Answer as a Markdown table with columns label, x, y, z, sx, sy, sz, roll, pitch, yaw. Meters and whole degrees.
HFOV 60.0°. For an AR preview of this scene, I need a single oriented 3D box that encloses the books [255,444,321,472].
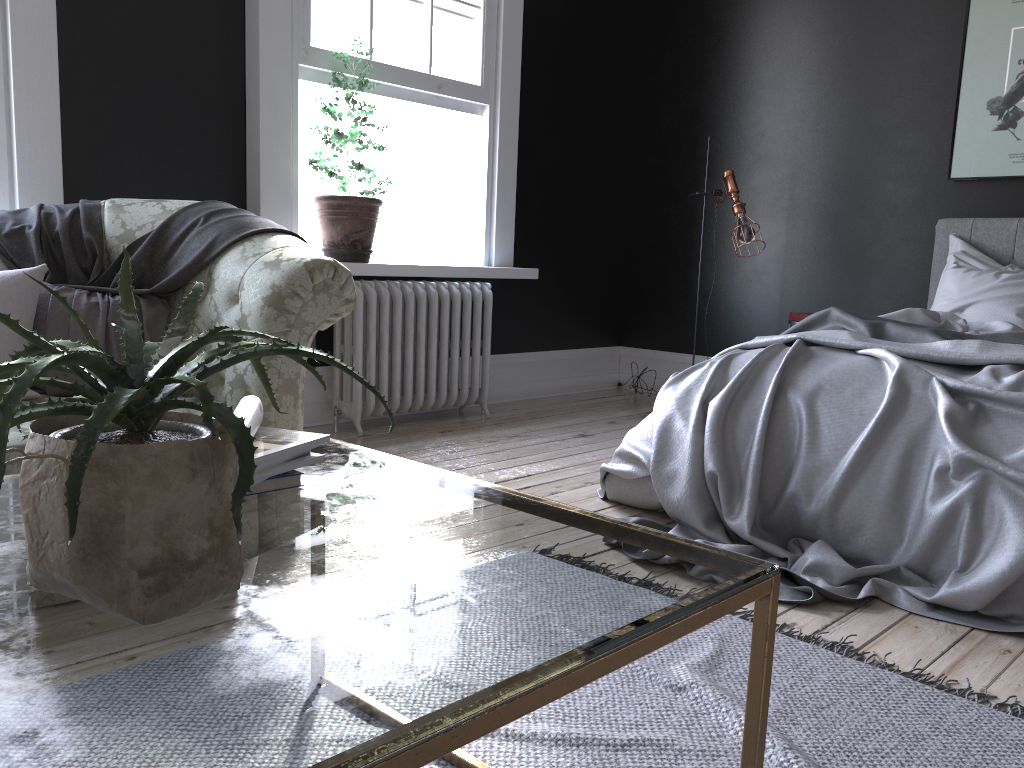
| label | x | y | z | sx | sy | sz | roll | pitch | yaw |
| --- | --- | --- | --- | --- | --- | --- | --- | --- | --- |
| books | -0.497 | 0.112 | 1.433 | 0.252 | 0.011 | 0.317 | 4 | 8 | 15 |

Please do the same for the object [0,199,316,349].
| label | x | y | z | sx | sy | sz | roll | pitch | yaw |
| --- | --- | --- | --- | --- | --- | --- | --- | --- | --- |
| object | -1.425 | -0.407 | 3.337 | 1.367 | 0.587 | 0.515 | 3 | 9 | 3 |

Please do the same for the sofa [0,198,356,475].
| label | x | y | z | sx | sy | sz | roll | pitch | yaw |
| --- | --- | --- | --- | --- | --- | --- | --- | --- | --- |
| sofa | -2.028 | -0.041 | 2.623 | 1.603 | 1.164 | 2.810 | 10 | 11 | 44 |

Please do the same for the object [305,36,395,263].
| label | x | y | z | sx | sy | sz | roll | pitch | yaw |
| --- | --- | --- | --- | --- | --- | --- | --- | --- | --- |
| object | -0.856 | -1.216 | 4.685 | 0.474 | 1.137 | 0.504 | 1 | 9 | -6 |

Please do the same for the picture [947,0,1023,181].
| label | x | y | z | sx | sy | sz | roll | pitch | yaw |
| --- | --- | --- | --- | --- | --- | --- | --- | --- | --- |
| picture | 2.843 | -1.671 | 4.817 | 0.790 | 1.082 | 0.014 | 10 | 12 | 43 |

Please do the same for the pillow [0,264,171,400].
| label | x | y | z | sx | sy | sz | roll | pitch | yaw |
| --- | --- | --- | --- | --- | --- | --- | --- | --- | --- |
| pillow | -1.631 | -0.181 | 2.945 | 0.963 | 0.463 | 0.404 | -4 | 11 | -38 |

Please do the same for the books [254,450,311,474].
| label | x | y | z | sx | sy | sz | roll | pitch | yaw |
| --- | --- | --- | --- | --- | --- | --- | --- | --- | --- |
| books | -0.514 | 0.123 | 1.426 | 0.252 | 0.011 | 0.317 | 4 | 8 | 15 |

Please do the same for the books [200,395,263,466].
| label | x | y | z | sx | sy | sz | roll | pitch | yaw |
| --- | --- | --- | --- | --- | --- | --- | --- | --- | --- |
| books | -0.538 | 0.095 | 1.371 | 0.273 | 0.109 | 0.321 | 1 | 8 | -11 |

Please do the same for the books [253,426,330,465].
| label | x | y | z | sx | sy | sz | roll | pitch | yaw |
| --- | --- | --- | --- | --- | --- | --- | --- | --- | --- |
| books | -0.489 | 0.101 | 1.436 | 0.252 | 0.011 | 0.317 | 5 | 8 | 20 |

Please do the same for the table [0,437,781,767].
| label | x | y | z | sx | sy | sz | roll | pitch | yaw |
| --- | --- | --- | --- | --- | --- | --- | --- | --- | --- |
| table | -0.541 | 0.504 | 1.092 | 1.090 | 0.560 | 1.447 | 10 | 11 | 43 |

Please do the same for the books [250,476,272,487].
| label | x | y | z | sx | sy | sz | roll | pitch | yaw |
| --- | --- | --- | --- | --- | --- | --- | --- | --- | --- |
| books | -0.529 | 0.147 | 1.405 | 0.252 | 0.011 | 0.317 | 4 | 8 | 10 |

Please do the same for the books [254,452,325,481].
| label | x | y | z | sx | sy | sz | roll | pitch | yaw |
| --- | --- | --- | --- | --- | --- | --- | --- | --- | --- |
| books | -0.505 | 0.132 | 1.440 | 0.252 | 0.011 | 0.318 | 6 | 9 | 25 |

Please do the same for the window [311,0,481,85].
| label | x | y | z | sx | sy | sz | roll | pitch | yaw |
| --- | --- | --- | --- | --- | --- | --- | --- | --- | --- |
| window | -0.629 | -2.197 | 4.946 | 0.056 | 1.020 | 1.261 | 11 | 12 | 43 |

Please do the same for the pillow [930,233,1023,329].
| label | x | y | z | sx | sy | sz | roll | pitch | yaw |
| --- | --- | --- | --- | --- | --- | --- | --- | --- | --- |
| pillow | 2.819 | -0.375 | 4.378 | 1.827 | 0.762 | 0.679 | 10 | 11 | 43 |

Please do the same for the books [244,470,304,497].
| label | x | y | z | sx | sy | sz | roll | pitch | yaw |
| --- | --- | --- | --- | --- | --- | --- | --- | --- | --- |
| books | -0.487 | 0.158 | 1.459 | 0.162 | 0.023 | 0.231 | 10 | 11 | 44 |

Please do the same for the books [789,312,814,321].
| label | x | y | z | sx | sy | sz | roll | pitch | yaw |
| --- | --- | --- | --- | --- | --- | --- | --- | --- | --- |
| books | 1.847 | -0.384 | 5.207 | 0.275 | 0.045 | 0.345 | 0 | 8 | -17 |

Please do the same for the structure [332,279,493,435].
| label | x | y | z | sx | sy | sz | roll | pitch | yaw |
| --- | --- | --- | --- | --- | --- | --- | --- | --- | --- |
| structure | -0.550 | -0.172 | 5.123 | 0.275 | 0.851 | 1.140 | 11 | 12 | 43 |

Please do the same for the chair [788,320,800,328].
| label | x | y | z | sx | sy | sz | roll | pitch | yaw |
| --- | --- | --- | --- | --- | --- | --- | --- | --- | --- |
| chair | 1.825 | -0.031 | 5.271 | 0.613 | 0.675 | 0.611 | 2 | 9 | -2 |

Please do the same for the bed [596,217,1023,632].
| label | x | y | z | sx | sy | sz | roll | pitch | yaw |
| --- | --- | --- | --- | --- | --- | --- | --- | --- | --- |
| bed | 2.000 | -0.119 | 3.649 | 2.762 | 1.302 | 3.278 | 7 | 10 | 32 |

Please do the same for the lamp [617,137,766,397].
| label | x | y | z | sx | sy | sz | roll | pitch | yaw |
| --- | --- | --- | --- | --- | --- | --- | --- | --- | --- |
| lamp | 1.190 | -0.726 | 6.014 | 0.437 | 1.784 | 1.713 | 1 | 9 | -8 |

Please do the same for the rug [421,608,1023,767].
| label | x | y | z | sx | sy | sz | roll | pitch | yaw |
| --- | --- | --- | --- | --- | --- | --- | --- | --- | --- |
| rug | -0.411 | 0.783 | 1.065 | 2.102 | 0.050 | 3.640 | 10 | 11 | 44 |
